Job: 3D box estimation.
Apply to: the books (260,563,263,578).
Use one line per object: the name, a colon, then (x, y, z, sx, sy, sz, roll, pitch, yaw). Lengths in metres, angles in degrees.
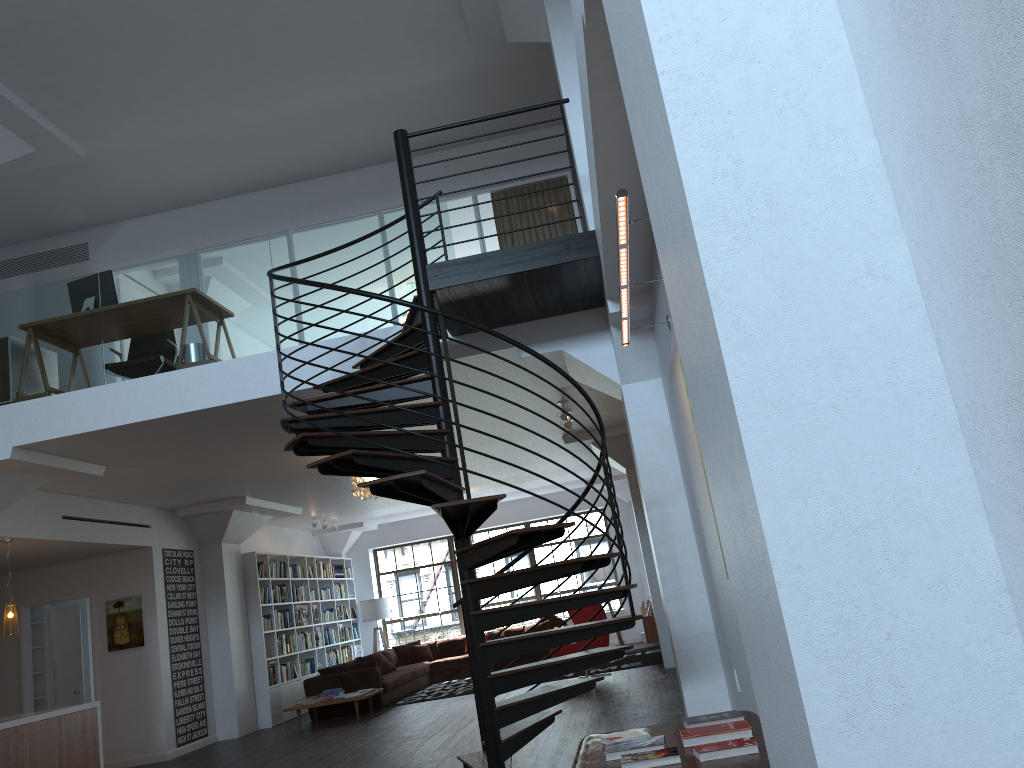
books: (-3.714, 2.739, 12.948, 0.161, 0.218, 0.101, -11, -14, 5)

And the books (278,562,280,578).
books: (-3.631, 2.859, 13.557, 0.159, 0.248, 0.089, -11, -14, 5)

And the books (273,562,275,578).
books: (-3.664, 2.815, 13.343, 0.174, 0.242, 0.105, -11, -14, 5)

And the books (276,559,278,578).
books: (-3.658, 2.827, 13.495, 0.197, 0.290, 0.136, -11, -14, 5)

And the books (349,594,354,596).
books: (-3.154, 4.005, 16.721, 0.284, 0.033, 0.197, -15, -14, 20)

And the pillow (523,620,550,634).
pillow: (0.411, 4.351, 15.504, 0.542, 0.362, 0.248, -16, -15, 25)

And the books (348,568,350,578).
books: (-3.169, 3.620, 16.914, 0.136, 0.196, 0.045, -11, -14, 5)

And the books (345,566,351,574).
books: (-3.163, 3.621, 16.997, 0.140, 0.231, 0.042, -11, -14, 5)

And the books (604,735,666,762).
books: (0.512, 1.510, 3.678, 0.247, 0.040, 0.185, -12, -14, 8)

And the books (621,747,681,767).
books: (0.534, 1.445, 3.416, 0.224, 0.032, 0.161, -11, -14, 5)

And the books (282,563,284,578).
books: (-3.617, 2.887, 13.673, 0.174, 0.243, 0.085, -11, -14, 5)

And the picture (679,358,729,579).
picture: (0.955, 0.322, 4.222, 0.010, 1.200, 1.095, -11, -14, 5)

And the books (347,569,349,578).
books: (-3.174, 3.612, 16.839, 0.128, 0.178, 0.021, -11, -14, 5)

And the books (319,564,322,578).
books: (-3.398, 3.258, 15.370, 0.171, 0.246, 0.057, -11, -14, 5)

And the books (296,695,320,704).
books: (-2.750, 4.278, 12.019, 0.241, 0.045, 0.334, -11, -14, 7)

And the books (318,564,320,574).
books: (-3.407, 3.252, 15.324, 0.159, 0.241, 0.038, -11, -14, 5)

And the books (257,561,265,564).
books: (-3.714, 2.740, 13.015, 0.159, 0.248, 0.089, -11, -14, 5)

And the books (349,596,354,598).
books: (-3.149, 4.037, 16.713, 0.284, 0.035, 0.197, -19, -16, 34)

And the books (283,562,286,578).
books: (-3.606, 2.903, 13.773, 0.182, 0.255, 0.077, -11, -14, 5)

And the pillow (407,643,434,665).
pillow: (-1.635, 4.763, 15.668, 0.489, 0.337, 0.238, -4, -15, -24)

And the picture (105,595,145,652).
picture: (-4.696, 2.904, 10.755, 0.450, 0.600, 0.030, -11, -14, 5)

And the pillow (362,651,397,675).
pillow: (-2.140, 4.497, 14.223, 0.325, 0.391, 0.625, -15, -14, 21)

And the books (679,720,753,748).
books: (0.847, 1.453, 3.687, 0.283, 0.043, 0.197, -11, -13, 5)

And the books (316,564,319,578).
books: (-3.422, 3.218, 15.189, 0.189, 0.247, 0.057, -11, -14, 5)

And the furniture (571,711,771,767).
furniture: (0.686, 1.694, 3.516, 0.907, 0.453, 1.819, -11, -14, 5)

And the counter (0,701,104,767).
counter: (-3.993, 2.569, 4.680, 3.039, 0.860, 8.182, -4, -15, -23)

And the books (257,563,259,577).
books: (-3.750, 2.720, 12.852, 0.182, 0.226, 0.173, -11, -14, 5)

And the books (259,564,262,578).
books: (-3.730, 2.732, 12.885, 0.167, 0.210, 0.162, -11, -14, 5)

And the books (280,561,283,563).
books: (-3.634, 2.893, 13.730, 0.180, 0.265, 0.103, -11, -14, 5)

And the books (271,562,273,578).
books: (-3.675, 2.801, 13.292, 0.170, 0.251, 0.118, -11, -14, 5)

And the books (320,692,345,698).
books: (-2.431, 4.234, 12.047, 0.312, 0.037, 0.216, -9, -13, -5)

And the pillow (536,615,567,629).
pillow: (0.621, 4.268, 15.664, 0.651, 0.587, 0.335, -6, -14, -15)

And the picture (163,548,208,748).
picture: (-4.143, 3.293, 11.266, 0.021, 2.380, 0.800, -11, -14, 5)

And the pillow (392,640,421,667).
pillow: (-1.812, 4.802, 15.783, 0.580, 0.418, 0.334, -5, -14, -21)

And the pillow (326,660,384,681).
pillow: (-2.217, 4.128, 12.564, 0.750, 0.364, 0.289, -11, -13, 4)

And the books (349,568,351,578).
books: (-3.161, 3.630, 16.953, 0.139, 0.191, 0.036, -11, -14, 5)

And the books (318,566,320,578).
books: (-3.394, 3.256, 15.277, 0.144, 0.207, 0.048, -11, -14, 5)

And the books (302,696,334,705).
books: (-2.553, 4.163, 11.664, 0.236, 0.035, 0.340, -18, -15, 29)

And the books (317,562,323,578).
books: (-3.393, 3.255, 15.455, 0.176, 0.290, 0.053, -11, -14, 5)

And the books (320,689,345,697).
books: (-2.441, 4.201, 12.060, 0.279, 0.035, 0.191, -13, -14, 15)

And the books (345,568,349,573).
books: (-3.175, 3.611, 16.883, 0.127, 0.200, 0.020, -11, -14, 5)

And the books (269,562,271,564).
books: (-3.682, 2.794, 13.250, 0.159, 0.248, 0.089, -11, -14, 5)

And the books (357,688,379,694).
books: (-1.965, 4.128, 11.938, 0.256, 0.035, 0.350, -18, -16, 30)

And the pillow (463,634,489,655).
pillow: (-0.626, 4.616, 15.710, 0.465, 0.308, 0.220, -10, -13, 1)

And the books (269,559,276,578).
books: (-3.662, 2.812, 13.434, 0.176, 0.293, 0.125, -11, -14, 5)

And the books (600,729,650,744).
books: (0.506, 1.593, 3.991, 0.161, 0.031, 0.223, -6, -14, -16)

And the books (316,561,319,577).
books: (-3.402, 3.201, 15.242, 0.140, 0.298, 0.044, -11, -14, 5)

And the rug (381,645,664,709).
rug: (0.400, 4.384, 13.437, 4.200, 0.007, 3.100, -11, -14, 7)

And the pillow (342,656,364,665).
pillow: (-2.226, 4.152, 12.835, 0.269, 0.411, 0.559, 1, -17, -37)

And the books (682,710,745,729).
books: (0.907, 1.519, 3.994, 0.254, 0.044, 0.183, -10, -13, 0)

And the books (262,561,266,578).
books: (-3.707, 2.747, 13.058, 0.170, 0.251, 0.118, -11, -14, 5)

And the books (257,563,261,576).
books: (-3.734, 2.708, 12.797, 0.182, 0.215, 0.188, -11, -14, 5)

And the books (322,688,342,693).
books: (-2.442, 4.170, 12.065, 0.224, 0.027, 0.157, -12, -14, 10)

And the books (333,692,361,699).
books: (-2.161, 4.083, 11.619, 0.231, 0.040, 0.342, 3, -19, -43)

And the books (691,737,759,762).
books: (0.807, 1.386, 3.365, 0.224, 0.036, 0.161, -10, -13, 0)

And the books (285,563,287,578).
books: (-3.603, 2.929, 13.839, 0.167, 0.233, 0.077, -11, -14, 5)

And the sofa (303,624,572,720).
sofa: (-0.913, 4.434, 14.130, 3.481, 0.664, 4.197, -11, -14, 5)
